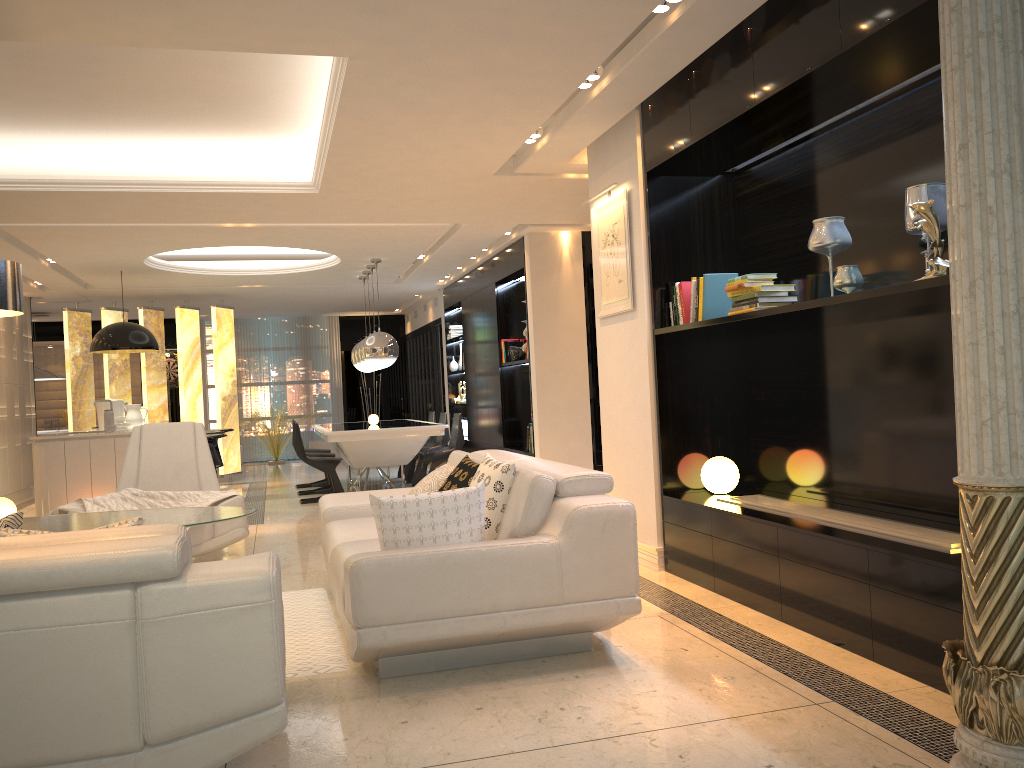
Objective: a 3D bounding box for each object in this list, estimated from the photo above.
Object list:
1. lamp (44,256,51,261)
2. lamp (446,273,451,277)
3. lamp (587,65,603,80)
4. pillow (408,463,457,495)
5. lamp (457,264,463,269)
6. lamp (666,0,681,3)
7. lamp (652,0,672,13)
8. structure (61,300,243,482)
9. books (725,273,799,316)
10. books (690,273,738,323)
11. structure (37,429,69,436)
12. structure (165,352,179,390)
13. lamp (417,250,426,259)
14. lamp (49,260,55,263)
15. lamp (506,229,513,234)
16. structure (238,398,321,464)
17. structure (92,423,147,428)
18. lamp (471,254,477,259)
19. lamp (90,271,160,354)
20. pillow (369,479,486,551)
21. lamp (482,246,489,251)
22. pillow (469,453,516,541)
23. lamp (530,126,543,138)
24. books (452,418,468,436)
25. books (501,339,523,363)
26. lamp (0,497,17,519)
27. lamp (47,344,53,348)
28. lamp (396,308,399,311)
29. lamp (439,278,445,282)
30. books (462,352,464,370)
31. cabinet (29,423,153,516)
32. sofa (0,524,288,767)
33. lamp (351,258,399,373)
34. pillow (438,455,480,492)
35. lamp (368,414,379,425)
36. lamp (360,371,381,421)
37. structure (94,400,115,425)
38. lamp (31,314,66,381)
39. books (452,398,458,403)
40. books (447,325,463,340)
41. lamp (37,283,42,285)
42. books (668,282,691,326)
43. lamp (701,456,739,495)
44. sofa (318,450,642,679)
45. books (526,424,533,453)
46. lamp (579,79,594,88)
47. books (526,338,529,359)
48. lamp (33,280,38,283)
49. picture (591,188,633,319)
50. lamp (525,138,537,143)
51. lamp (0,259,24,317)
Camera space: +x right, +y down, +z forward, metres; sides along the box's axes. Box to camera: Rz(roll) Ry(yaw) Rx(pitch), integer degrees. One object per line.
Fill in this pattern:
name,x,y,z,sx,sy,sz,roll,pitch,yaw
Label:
lamp,-4.752,-1.335,9.119,0.107,0.127,0.107,-3,0,-34
lamp,-0.888,-1.515,12.061,0.107,0.127,0.107,-3,0,-34
lamp,0.409,-1.620,4.531,0.107,0.127,0.107,-3,0,-34
pillow,-0.444,0.605,4.946,0.351,0.329,0.521,-3,0,-15
lamp,-0.677,-1.530,11.277,0.107,0.127,0.107,-3,0,-34
lamp,0.662,-1.625,3.614,0.107,0.127,0.107,-3,0,-34
lamp,0.623,-1.635,3.738,0.107,0.127,0.107,-3,0,-34
structure,-4.904,0.139,12.190,2.180,2.555,0.448,-3,0,-15
books,1.236,-0.439,4.417,0.260,0.197,0.296,-3,0,-12
books,1.096,-0.460,4.840,0.212,0.261,0.210,-3,0,-15
structure,-7.576,1.149,13.440,2.912,0.812,1.659,-3,0,-15
structure,-6.121,-0.235,15.846,0.669,0.669,0.048,-3,0,-15
lamp,-1.053,-1.516,10.203,0.107,0.127,0.271,-3,0,-15
lamp,-4.795,-1.332,9.277,0.107,0.127,0.107,-3,0,-34
lamp,-0.049,-1.573,8.945,0.107,0.127,0.107,-3,0,-34
structure,-4.156,0.824,15.537,1.282,1.142,1.275,-3,0,31
structure,-4.776,0.504,10.821,0.502,0.026,0.811,-3,0,-15
lamp,-0.465,-1.544,10.491,0.107,0.127,0.107,-3,0,-34
lamp,-4.301,-0.807,9.813,0.710,0.898,0.710,-3,0,-5
pillow,-0.327,0.571,3.730,0.521,0.325,0.281,-3,0,-6
lamp,-0.310,-1.555,9.915,0.107,0.127,0.107,-3,0,-34
pillow,-0.158,0.537,4.076,0.255,0.399,0.526,-3,0,-15
lamp,0.140,-1.601,5.532,0.107,0.127,0.107,-3,0,-4
books,-0.752,0.633,12.958,0.210,0.270,0.236,-3,0,-15
books,0.008,-0.371,9.962,0.210,0.270,0.236,-3,0,-15
lamp,-2.349,0.590,4.060,0.143,0.143,0.143,-3,0,-31
lamp,-8.378,-0.720,16.082,0.107,0.127,0.107,-3,0,-34
lamp,-2.147,-1.428,16.460,0.107,0.127,0.107,-3,0,-34
lamp,-1.005,-1.507,12.495,0.107,0.127,0.107,-3,0,-34
books,-0.597,-0.324,12.262,0.207,0.256,0.245,-3,0,-16
cabinet,-4.263,0.928,9.760,1.046,0.887,3.752,-3,0,-15
sofa,-1.887,0.837,2.671,2.328,0.754,1.145,-3,0,-15
lamp,-1.675,-0.770,10.591,0.408,1.226,1.827,-3,0,-15
pillow,-0.318,0.562,4.507,0.323,0.355,0.524,-3,0,-15
lamp,-1.633,0.419,10.457,0.125,0.125,0.125,-3,0,35
lamp,-2.622,0.422,16.539,0.418,1.801,0.200,-3,0,-15
structure,-3.976,0.308,8.634,0.177,0.310,0.089,-3,0,-15
lamp,-7.669,-0.541,13.464,1.578,0.995,0.939,-3,0,-15
books,-0.751,0.239,12.895,0.209,0.073,0.266,-3,0,-12
books,-0.811,-0.750,12.907,0.259,0.188,0.302,-3,0,-8
lamp,-5.752,-1.275,10.824,0.107,0.127,0.107,-3,0,-19
books,1.031,-0.459,5.062,0.208,0.270,0.240,-3,0,-15
lamp,1.185,0.520,5.052,0.212,0.214,0.213,-3,0,24
sofa,-0.336,0.768,4.435,1.145,0.754,2.328,-3,0,-15
books,0.274,0.548,9.093,0.222,0.296,0.345,-3,0,-15
lamp,0.378,-1.617,4.649,0.107,0.127,0.107,-3,0,-4
books,0.248,-0.373,9.073,0.189,0.238,0.290,-3,0,-16
lamp,-5.710,-1.278,10.665,0.107,0.127,0.107,-3,0,-34
picture,0.634,-0.803,5.599,0.027,0.729,0.610,-3,0,-15
lamp,0.110,-1.599,5.643,0.107,0.127,0.107,-3,0,-4
lamp,-1.962,-0.043,2.783,0.393,2.519,2.009,-3,0,-15
